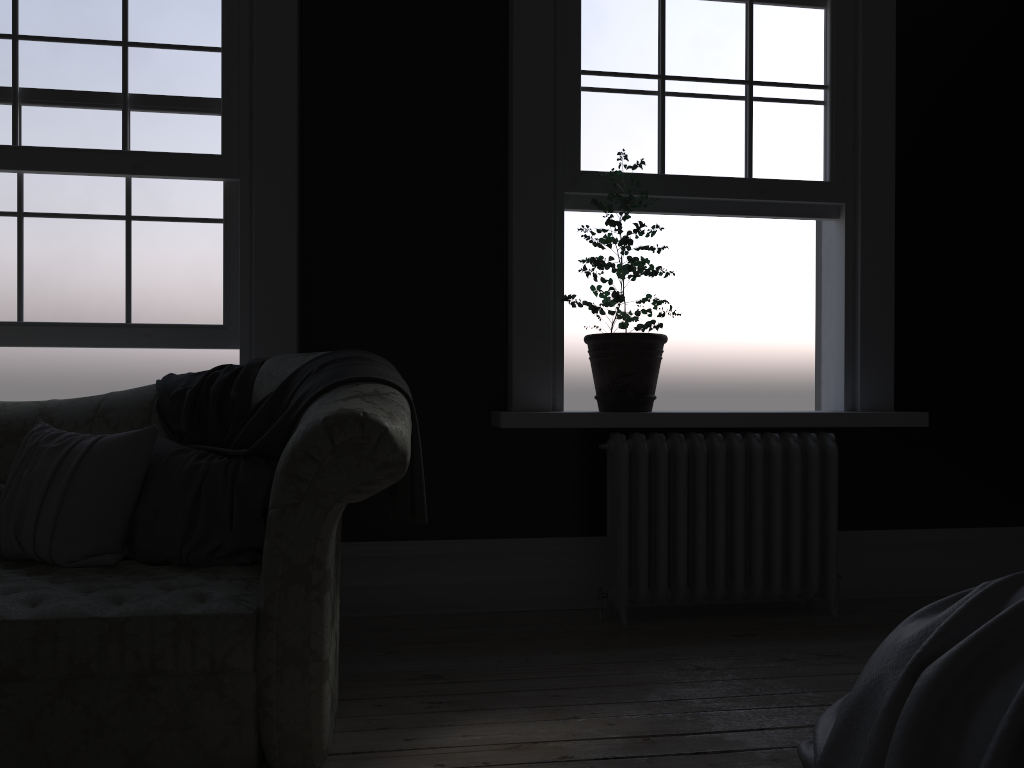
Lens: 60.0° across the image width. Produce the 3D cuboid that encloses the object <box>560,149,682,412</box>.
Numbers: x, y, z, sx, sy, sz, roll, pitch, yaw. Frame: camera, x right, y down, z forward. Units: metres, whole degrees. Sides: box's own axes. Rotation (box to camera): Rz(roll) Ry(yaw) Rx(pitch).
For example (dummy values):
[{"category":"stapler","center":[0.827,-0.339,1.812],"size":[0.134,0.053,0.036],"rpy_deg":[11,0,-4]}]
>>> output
[{"category":"object","center":[0.499,-0.443,3.941],"size":[0.474,1.134,0.505],"rpy_deg":[0,0,31]}]

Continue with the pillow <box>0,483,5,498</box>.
[{"category":"pillow","center":[-2.217,0.366,2.707],"size":[1.105,0.416,0.529],"rpy_deg":[0,0,-9]}]

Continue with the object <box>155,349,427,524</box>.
[{"category":"object","center":[-0.818,0.177,3.105],"size":[1.367,0.585,0.517],"rpy_deg":[0,0,40]}]

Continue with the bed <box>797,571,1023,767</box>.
[{"category":"bed","center":[2.082,0.350,1.247],"size":[3.283,1.298,2.765],"rpy_deg":[0,-1,-21]}]

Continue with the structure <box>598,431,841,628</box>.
[{"category":"structure","center":[0.937,0.637,3.952],"size":[1.141,0.848,0.276],"rpy_deg":[0,0,-9]}]

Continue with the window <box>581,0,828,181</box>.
[{"category":"window","center":[0.902,-1.380,4.150],"size":[1.263,1.017,0.056],"rpy_deg":[0,0,-9]}]

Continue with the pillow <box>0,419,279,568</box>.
[{"category":"pillow","center":[-1.233,0.351,2.887],"size":[0.964,0.461,0.405],"rpy_deg":[0,0,-2]}]

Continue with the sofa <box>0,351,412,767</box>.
[{"category":"sofa","center":[-1.753,0.458,2.853],"size":[2.813,1.161,1.606],"rpy_deg":[0,0,-8]}]

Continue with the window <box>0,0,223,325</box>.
[{"category":"window","center":[-1.838,-1.066,3.712],"size":[1.263,1.672,0.056],"rpy_deg":[0,0,-9]}]
